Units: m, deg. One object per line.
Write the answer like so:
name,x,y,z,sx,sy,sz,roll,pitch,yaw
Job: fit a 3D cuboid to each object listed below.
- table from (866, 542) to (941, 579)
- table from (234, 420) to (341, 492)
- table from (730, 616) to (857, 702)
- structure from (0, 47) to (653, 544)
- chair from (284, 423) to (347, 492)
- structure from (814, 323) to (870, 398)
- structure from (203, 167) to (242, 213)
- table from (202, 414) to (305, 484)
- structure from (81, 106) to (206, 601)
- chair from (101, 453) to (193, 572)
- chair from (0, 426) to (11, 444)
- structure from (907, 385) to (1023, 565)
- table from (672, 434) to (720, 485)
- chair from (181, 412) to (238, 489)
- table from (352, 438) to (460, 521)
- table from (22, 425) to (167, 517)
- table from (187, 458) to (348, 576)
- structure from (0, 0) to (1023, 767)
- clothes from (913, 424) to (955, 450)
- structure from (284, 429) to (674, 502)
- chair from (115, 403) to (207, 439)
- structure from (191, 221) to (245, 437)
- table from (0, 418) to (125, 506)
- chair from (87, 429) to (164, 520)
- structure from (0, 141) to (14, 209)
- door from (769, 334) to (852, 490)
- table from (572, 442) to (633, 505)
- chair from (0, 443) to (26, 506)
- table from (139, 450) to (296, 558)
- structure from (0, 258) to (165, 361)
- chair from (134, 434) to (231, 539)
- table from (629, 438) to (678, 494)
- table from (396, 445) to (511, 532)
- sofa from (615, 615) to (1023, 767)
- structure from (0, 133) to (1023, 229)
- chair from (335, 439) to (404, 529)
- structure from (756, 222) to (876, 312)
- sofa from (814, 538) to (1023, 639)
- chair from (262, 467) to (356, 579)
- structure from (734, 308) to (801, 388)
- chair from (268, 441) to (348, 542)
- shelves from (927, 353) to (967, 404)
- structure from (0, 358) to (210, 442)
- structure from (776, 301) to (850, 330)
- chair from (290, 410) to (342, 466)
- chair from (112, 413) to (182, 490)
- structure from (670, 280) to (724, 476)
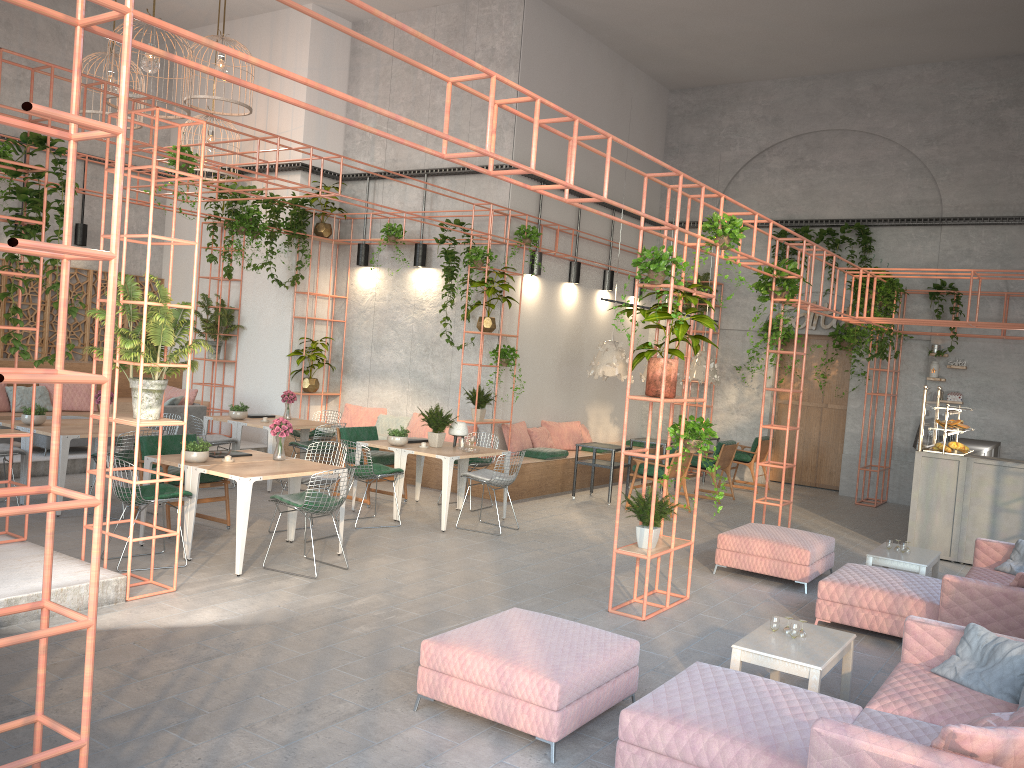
table,3.663,1.808,8.319,0.520,0.455,0.916,6,3,34
table,-3.004,0.942,11.930,0.694,0.830,1.214,6,3,34
table,1.703,1.771,5.377,0.520,0.455,0.916,6,3,34
structure,-1.742,-0.979,13.547,4.501,4.345,14.096,6,3,32
chair,-2.574,0.941,11.667,0.717,0.941,0.565,6,3,30
structure,5.801,-0.524,15.394,0.950,1.527,0.921,6,3,32
structure,-4.828,-3.244,14.744,0.903,0.803,0.934,5,2,5
table,-3.584,0.882,12.312,0.694,0.830,1.205,6,3,34
structure,-2.822,-0.223,6.772,0.624,3.602,0.424,6,3,34
chair,-3.105,1.058,7.553,0.717,0.941,0.565,3,3,-40
chair,-7.180,0.486,11.268,1.056,0.586,1.127,6,3,34
structure,6.947,1.151,11.472,2.579,2.022,4.057,6,3,34
table,3.235,1.321,15.667,0.635,0.798,0.602,6,3,34
chair,-3.916,0.844,11.441,0.717,0.941,0.565,3,3,-40
table,-1.244,1.125,10.751,0.694,0.830,1.205,6,3,34
table,-4.522,0.911,9.655,0.694,0.830,1.214,6,3,34
table,-2.194,1.167,8.043,0.694,0.830,1.214,6,3,34
structure,3.588,0.210,8.069,4.157,4.247,14.689,6,3,34
clothes,6.880,1.015,14.411,0.625,0.997,0.366,5,2,14
structure,-0.294,1.194,15.594,4.386,0.500,5.831,6,3,34
chair,-5.362,0.595,13.274,1.127,0.672,1.052,6,3,34
structure,-4.990,-0.912,14.991,0.624,3.596,0.424,6,3,34
table,-5.100,0.851,10.036,0.694,0.830,1.205,6,3,34
chair,-4.090,0.910,9.390,0.717,0.941,0.565,6,3,30
structure,-7.681,-3.199,12.490,0.670,1.290,1.434,6,3,34
door,5.582,0.486,16.274,1.360,2.729,0.551,6,3,34
table,1.290,1.281,12.746,0.635,0.798,0.602,6,3,34
chair,-5.432,0.813,9.164,0.717,0.941,0.565,3,3,-40
table,-2.774,1.108,8.425,0.694,0.830,1.205,6,3,34
structure,-8.766,-0.920,12.761,0.132,2.103,9.782,6,3,34
chair,-3.316,0.993,8.909,0.685,0.917,0.722,6,3,34
table,2.263,1.301,14.207,0.635,0.798,0.602,6,3,34
table,-0.665,1.185,10.369,0.694,0.830,1.214,6,3,34
sofa,1.830,1.705,4.463,1.960,0.672,2.219,6,3,34
structure,-0.704,-3.101,10.632,15.603,0.110,15.203,6,3,34
chair,-1.577,1.088,9.880,0.717,0.941,0.565,3,3,-40
structure,5.303,-2.043,15.502,1.939,1.514,0.856,6,2,28
sofa,3.789,1.745,7.405,1.960,0.672,2.219,6,3,34
chair,-1.762,1.154,7.779,0.717,0.941,0.565,6,3,30
structure,4.684,-0.659,16.088,0.950,1.527,0.921,4,2,-23
chair,-2.082,1.078,9.103,0.565,0.941,0.717,6,3,35
shelves,7.017,-0.090,14.333,0.560,0.790,0.186,6,3,34
structure,-7.630,0.265,11.629,3.396,1.111,9.152,6,3,34
structure,5.292,-1.207,15.626,1.312,0.505,0.063,6,3,34
chair,-2.894,0.865,12.991,0.565,0.941,0.717,6,3,35
chair,-4.409,0.834,10.714,0.565,0.941,0.717,6,3,35
structure,3.425,-0.108,16.572,0.630,3.597,0.430,6,3,34
